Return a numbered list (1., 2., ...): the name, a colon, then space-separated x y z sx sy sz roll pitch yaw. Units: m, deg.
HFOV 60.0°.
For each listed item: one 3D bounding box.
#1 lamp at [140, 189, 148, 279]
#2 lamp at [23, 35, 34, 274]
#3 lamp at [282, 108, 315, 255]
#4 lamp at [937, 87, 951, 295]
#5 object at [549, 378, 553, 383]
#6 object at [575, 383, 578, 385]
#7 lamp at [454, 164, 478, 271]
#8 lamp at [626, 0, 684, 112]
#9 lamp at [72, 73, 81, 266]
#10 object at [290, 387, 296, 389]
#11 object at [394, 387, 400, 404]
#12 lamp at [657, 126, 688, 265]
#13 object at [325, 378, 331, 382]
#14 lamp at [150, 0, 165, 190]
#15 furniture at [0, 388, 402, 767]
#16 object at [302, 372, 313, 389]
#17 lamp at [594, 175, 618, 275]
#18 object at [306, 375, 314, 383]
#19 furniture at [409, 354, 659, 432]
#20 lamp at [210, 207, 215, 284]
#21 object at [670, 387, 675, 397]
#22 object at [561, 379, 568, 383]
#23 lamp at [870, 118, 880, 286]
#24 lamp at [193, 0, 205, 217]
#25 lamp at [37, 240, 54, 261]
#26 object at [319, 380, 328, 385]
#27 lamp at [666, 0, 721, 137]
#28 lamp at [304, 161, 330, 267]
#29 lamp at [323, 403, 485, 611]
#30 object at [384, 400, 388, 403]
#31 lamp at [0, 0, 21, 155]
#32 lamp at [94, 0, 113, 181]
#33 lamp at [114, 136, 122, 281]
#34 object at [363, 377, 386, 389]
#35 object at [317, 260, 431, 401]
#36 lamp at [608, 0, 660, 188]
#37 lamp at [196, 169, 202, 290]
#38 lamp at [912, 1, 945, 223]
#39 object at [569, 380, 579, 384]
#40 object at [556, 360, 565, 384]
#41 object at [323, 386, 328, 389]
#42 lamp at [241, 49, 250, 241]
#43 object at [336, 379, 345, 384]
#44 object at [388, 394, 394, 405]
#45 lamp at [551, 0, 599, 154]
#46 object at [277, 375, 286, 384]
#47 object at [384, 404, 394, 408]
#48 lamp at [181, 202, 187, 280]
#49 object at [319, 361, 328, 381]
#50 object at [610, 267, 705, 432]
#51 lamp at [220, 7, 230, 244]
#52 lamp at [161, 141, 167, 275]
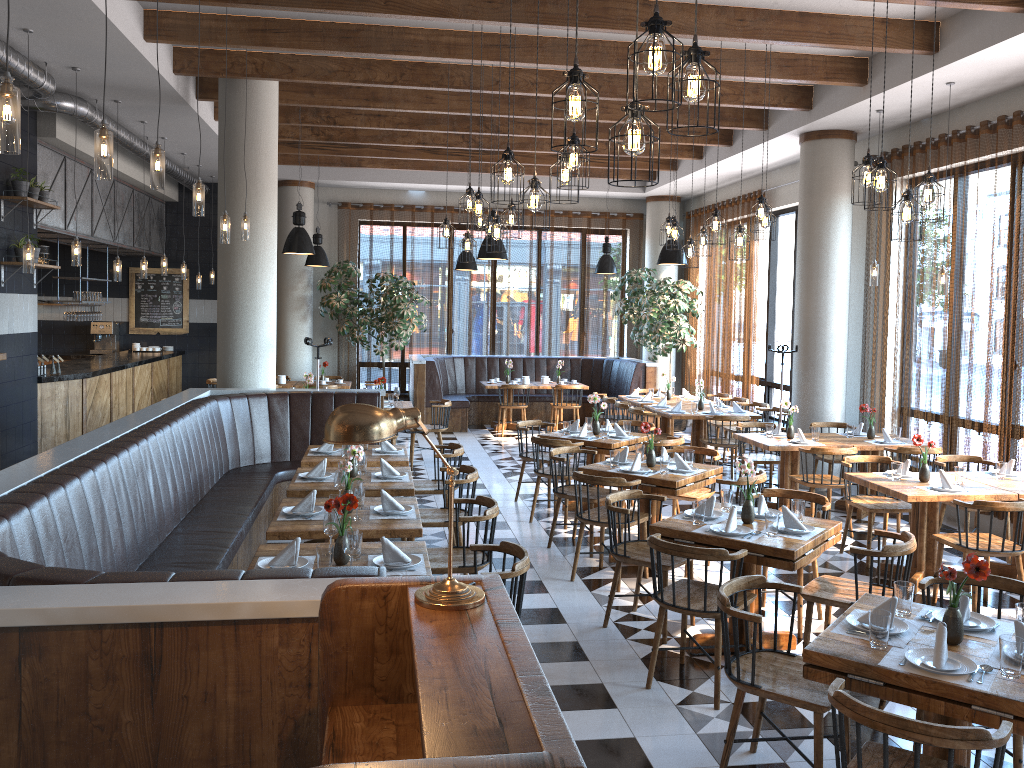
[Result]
1. lamp: -4.269 -2.204 10.281 0.078 1.960 0.078 0 3 -23
2. lamp: -3.755 -1.843 6.879 0.078 1.960 0.078 3 3 31
3. lamp: -2.504 -2.467 10.438 0.390 1.861 0.391 0 3 -31
4. lamp: 3.864 -1.774 7.881 0.078 1.960 0.078 3 3 31
5. object: 0.609 -0.061 15.075 0.176 0.067 0.176 4 6 36
6. object: 1.079 0.000 14.711 0.034 0.023 0.155 0 5 -18
7. lamp: -0.711 -2.733 14.013 0.390 1.861 0.391 1 3 -6
8. lamp: 0.500 -1.970 2.949 0.175 2.067 0.175 3 3 35
9. lamp: -3.919 -2.045 7.970 0.078 1.960 0.078 0 3 -33
10. object: -2.710 0.147 10.949 0.081 0.215 0.081 0 3 -17
11. object: -1.461 0.147 11.250 0.081 0.215 0.081 4 4 45
12. lamp: 2.035 -2.434 11.129 0.390 1.861 0.391 0 3 -31
13. object: -2.989 -0.066 14.271 0.176 0.067 0.176 4 6 36
14. lamp: -1.967 -2.070 4.925 0.078 1.960 0.078 2 3 26
15. furniture: -1.768 0.905 5.719 1.917 1.148 6.604 1 5 -9
16. object: -2.533 0.051 11.030 0.207 0.399 0.146 4 4 40
17. lamp: 1.546 -2.717 14.356 0.390 1.861 0.391 1 3 4
18. object: -3.202 -0.080 14.030 0.130 0.128 0.130 4 4 35
19. furniture: 0.272 0.136 15.305 4.037 1.148 1.922 0 4 -9
20. lamp: -4.917 -2.622 14.554 0.078 1.960 0.078 2 3 23
21. object: 2.352 0.117 13.011 0.080 0.132 0.080 0 3 -24
22. object: 0.900 -0.054 15.068 0.176 0.067 0.176 2 5 5
23. lamp: 3.700 -1.976 8.972 0.078 1.960 0.078 0 3 -33
24. lamp: -2.141 -2.137 6.069 0.078 1.960 0.078 2 2 10
25. lamp: -7.016 -2.315 13.158 0.391 0.935 0.391 3 3 34
26. object: -2.935 -0.020 13.747 0.176 0.067 0.176 2 5 6
27. lamp: 0.659 -1.922 3.085 0.175 2.067 0.175 2 3 24
28. lamp: -2.994 -2.750 13.666 0.391 1.861 0.390 3 3 39
29. lamp: -0.234 0.415 2.076 0.445 0.755 0.170 -1 3 -33
30. object: -1.695 0.166 11.427 0.352 0.137 0.272 0 4 -9
31. lamp: -1.664 -1.751 2.916 0.078 1.960 0.078 2 3 23
32. lamp: -1.820 -1.900 3.952 0.078 1.960 0.078 0 3 -23
33. lamp: -4.114 -2.055 9.245 0.078 1.960 0.078 2 3 23
34. object: -1.725 0.082 11.128 0.295 0.354 0.166 1 3 -3
35. object: -2.356 -0.703 14.939 1.754 2.776 1.483 0 3 -28
36. lamp: 0.462 -1.760 3.188 0.175 2.067 0.175 3 3 35
37. lamp: -4.753 -2.420 13.462 0.078 1.960 0.078 2 3 20
38. lamp: 2.592 -2.039 5.443 0.175 2.067 0.175 3 3 42
39. object: 1.039 -0.032 14.838 0.175 0.067 0.176 0 5 -18
40. object: 0.807 -0.199 14.793 0.146 0.399 0.207 1 3 -3
41. object: -2.340 0.141 11.116 0.081 0.215 0.081 4 4 45
42. lamp: -2.468 -2.318 8.224 0.078 1.960 0.078 0 3 -33
43. object: -2.709 -0.036 13.993 0.176 0.067 0.176 -1 5 -23
44. object: -1.517 0.198 11.122 0.080 0.132 0.080 2 3 21
45. lamp: 0.251 -1.900 3.239 0.175 2.067 0.175 1 2 2
46. object: -3.597 -0.071 13.830 0.130 0.128 0.130 4 4 35
47. object: -1.625 0.212 10.907 0.352 0.137 0.272 0 4 -9
48. lamp: -4.590 -2.441 12.398 0.078 1.960 0.078 1 2 -1
49. object: -2.968 -0.182 13.957 0.171 0.354 0.156 4 4 39
50. object: 2.344 -0.619 15.063 1.756 2.776 1.481 4 4 40
51. lamp: -2.304 -2.116 7.133 0.078 1.960 0.078 3 3 31
52. lamp: -4.416 -2.374 11.254 0.078 1.960 0.078 2 3 26
